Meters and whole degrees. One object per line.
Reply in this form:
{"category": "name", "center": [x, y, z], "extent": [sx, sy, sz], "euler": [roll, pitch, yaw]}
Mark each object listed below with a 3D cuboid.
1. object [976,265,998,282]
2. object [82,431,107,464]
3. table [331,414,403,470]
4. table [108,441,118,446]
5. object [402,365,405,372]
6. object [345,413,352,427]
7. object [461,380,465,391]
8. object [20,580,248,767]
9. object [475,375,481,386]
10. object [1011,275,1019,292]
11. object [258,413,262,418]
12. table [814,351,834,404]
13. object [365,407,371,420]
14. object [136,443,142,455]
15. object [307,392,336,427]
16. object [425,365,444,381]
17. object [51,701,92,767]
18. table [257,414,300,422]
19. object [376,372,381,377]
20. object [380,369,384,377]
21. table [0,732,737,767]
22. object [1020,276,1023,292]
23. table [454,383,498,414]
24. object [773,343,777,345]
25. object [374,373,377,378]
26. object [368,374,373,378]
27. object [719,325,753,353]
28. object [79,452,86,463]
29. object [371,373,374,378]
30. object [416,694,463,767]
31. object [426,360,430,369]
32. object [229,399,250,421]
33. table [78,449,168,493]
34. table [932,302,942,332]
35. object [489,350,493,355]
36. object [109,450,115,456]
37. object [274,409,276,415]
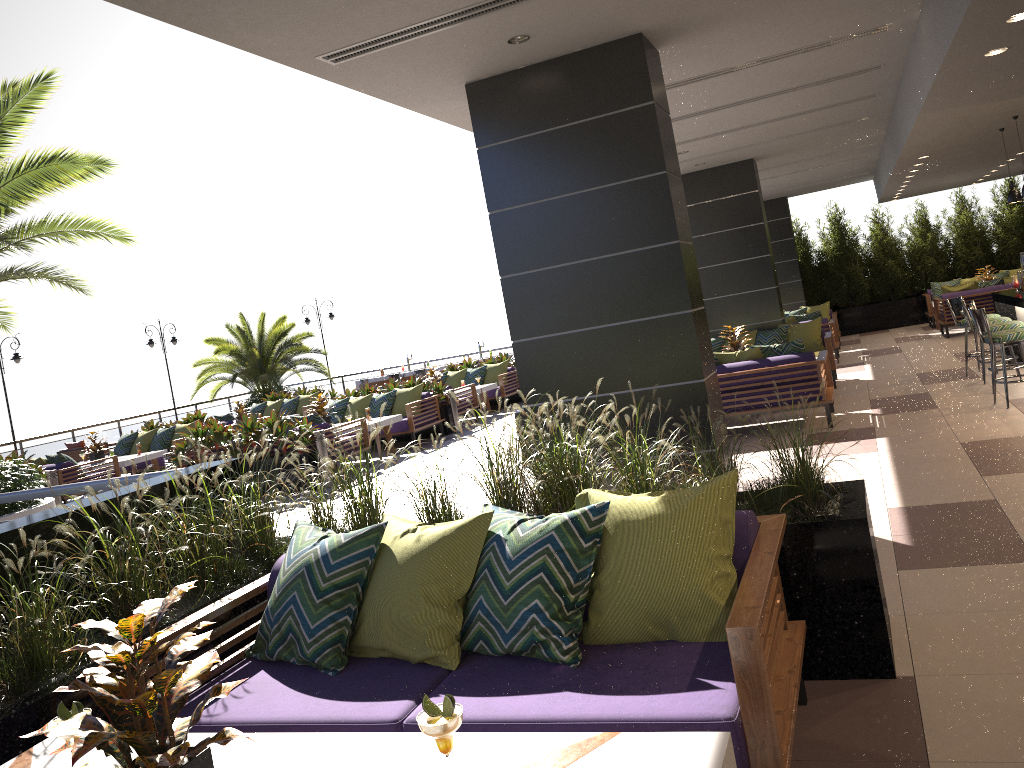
{"category": "object", "center": [8.888, -1.949, 16.532], "extent": [0.428, 0.526, 0.427], "euler": [-9, 2, 39]}
{"category": "object", "center": [-6.879, 1.035, 14.611], "extent": [0.432, 0.526, 0.423], "euler": [-11, 2, -36]}
{"category": "table", "center": [-2.683, 0.922, 13.034], "extent": [2.029, 0.553, 0.946], "euler": [-9, 3, 21]}
{"category": "table", "center": [-8.782, 1.579, 19.805], "extent": [0.752, 0.589, 0.743], "euler": [-9, 2, 21]}
{"category": "object", "center": [-2.693, -0.365, 21.905], "extent": [0.069, 0.181, 0.068], "euler": [-10, 1, -6]}
{"category": "object", "center": [-2.306, 0.503, 12.548], "extent": [0.106, 0.197, 0.105], "euler": [-11, 1, -36]}
{"category": "object", "center": [-0.884, 0.027, 16.098], "extent": [0.068, 0.181, 0.069], "euler": [-10, 1, 9]}
{"category": "object", "center": [-0.785, 0.734, 1.931], "extent": [0.428, 0.526, 0.427], "euler": [-9, 2, 39]}
{"category": "object", "center": [-0.635, -0.065, 16.710], "extent": [0.106, 0.197, 0.105], "euler": [-11, 1, -36]}
{"category": "object", "center": [5.714, -1.139, 10.044], "extent": [0.069, 0.181, 0.068], "euler": [-10, 1, -6]}
{"category": "object", "center": [-5.041, 0.675, 17.708], "extent": [0.067, 0.189, 0.084], "euler": [-11, 1, -39]}
{"category": "table", "center": [2.832, 0.060, 10.836], "extent": [2.029, 0.553, 0.946], "euler": [-9, 3, 21]}
{"category": "object", "center": [-2.119, 0.440, 13.058], "extent": [0.067, 0.189, 0.084], "euler": [-11, 1, -39]}
{"category": "object", "center": [-6.209, 1.076, 14.734], "extent": [0.067, 0.189, 0.084], "euler": [-11, 1, -39]}
{"category": "object", "center": [-2.789, 0.394, 13.009], "extent": [0.428, 0.526, 0.427], "euler": [-9, 2, 39]}
{"category": "object", "center": [-1.440, -0.075, 16.544], "extent": [0.423, 0.526, 0.432], "euler": [-9, 2, 34]}
{"category": "object", "center": [-1.168, 0.943, 2.359], "extent": [0.106, 0.197, 0.105], "euler": [-11, 1, -41]}
{"category": "table", "center": [-5.436, 1.094, 18.193], "extent": [2.029, 0.553, 0.946], "euler": [-9, 3, 21]}
{"category": "object", "center": [-3.397, -0.191, 22.560], "extent": [0.105, 0.209, 0.105], "euler": [-10, 1, -4]}
{"category": "object", "center": [-3.248, -0.283, 22.119], "extent": [0.067, 0.189, 0.084], "euler": [-11, 1, -44]}
{"category": "table", "center": [-0.569, 1.246, 1.886], "extent": [2.029, 0.553, 0.946], "euler": [-9, 3, 21]}
{"category": "object", "center": [5.495, -1.067, 9.481], "extent": [0.085, 0.189, 0.066], "euler": [-11, 1, -44]}
{"category": "table", "center": [-1.335, 0.452, 16.582], "extent": [2.029, 0.553, 0.946], "euler": [-9, 3, 21]}
{"category": "object", "center": [3.271, -0.406, 10.977], "extent": [0.067, 0.189, 0.084], "euler": [-11, 1, -44]}
{"category": "object", "center": [-3.476, -0.182, 22.655], "extent": [0.105, 0.209, 0.105], "euler": [-10, 1, -4]}
{"category": "object", "center": [-3.609, -0.157, 22.640], "extent": [0.105, 0.209, 0.105], "euler": [-10, 1, -4]}
{"category": "object", "center": [2.733, -0.469, 10.826], "extent": [0.428, 0.526, 0.427], "euler": [-9, 2, 34]}
{"category": "object", "center": [-7.344, 1.252, 15.151], "extent": [0.106, 0.197, 0.105], "euler": [-11, 1, -36]}
{"category": "object", "center": [-3.574, -0.171, 22.750], "extent": [0.105, 0.209, 0.105], "euler": [-10, 1, -4]}
{"category": "object", "center": [-0.150, 0.784, 1.960], "extent": [0.106, 0.197, 0.105], "euler": [-11, 1, -41]}
{"category": "object", "center": [-2.051, -0.481, 21.652], "extent": [0.068, 0.211, 0.069], "euler": [-10, 0, 4]}
{"category": "object", "center": [-5.590, 0.575, 18.163], "extent": [0.427, 0.526, 0.428], "euler": [-12, 2, -41]}
{"category": "table", "center": [-6.785, 1.564, 14.645], "extent": [2.029, 0.553, 0.946], "euler": [-9, 3, 21]}
{"category": "table", "center": [9.032, -1.426, 16.525], "extent": [2.029, 0.553, 0.946], "euler": [-9, 3, 21]}
{"category": "object", "center": [-0.497, -0.717, 21.038], "extent": [0.069, 0.198, 0.082], "euler": [-11, 1, -32]}
{"category": "object", "center": [-6.362, 1.142, 14.079], "extent": [0.082, 0.198, 0.069], "euler": [-11, 1, -27]}
{"category": "object", "center": [-4.927, 0.605, 18.325], "extent": [0.068, 0.211, 0.069], "euler": [-10, 0, 9]}
